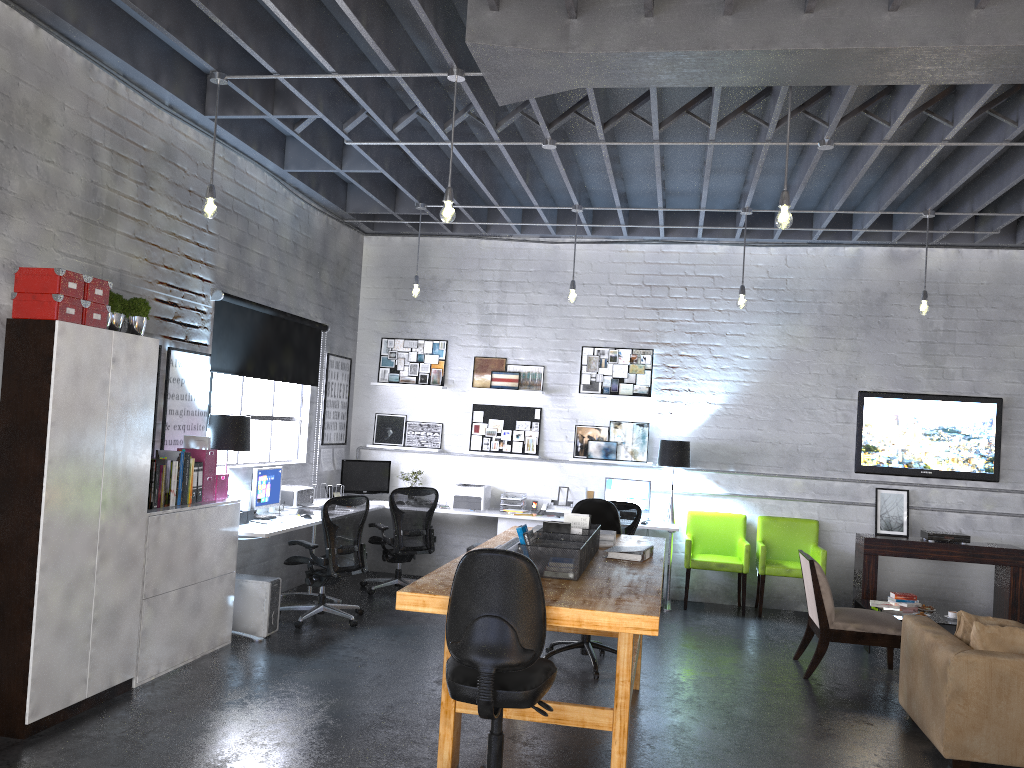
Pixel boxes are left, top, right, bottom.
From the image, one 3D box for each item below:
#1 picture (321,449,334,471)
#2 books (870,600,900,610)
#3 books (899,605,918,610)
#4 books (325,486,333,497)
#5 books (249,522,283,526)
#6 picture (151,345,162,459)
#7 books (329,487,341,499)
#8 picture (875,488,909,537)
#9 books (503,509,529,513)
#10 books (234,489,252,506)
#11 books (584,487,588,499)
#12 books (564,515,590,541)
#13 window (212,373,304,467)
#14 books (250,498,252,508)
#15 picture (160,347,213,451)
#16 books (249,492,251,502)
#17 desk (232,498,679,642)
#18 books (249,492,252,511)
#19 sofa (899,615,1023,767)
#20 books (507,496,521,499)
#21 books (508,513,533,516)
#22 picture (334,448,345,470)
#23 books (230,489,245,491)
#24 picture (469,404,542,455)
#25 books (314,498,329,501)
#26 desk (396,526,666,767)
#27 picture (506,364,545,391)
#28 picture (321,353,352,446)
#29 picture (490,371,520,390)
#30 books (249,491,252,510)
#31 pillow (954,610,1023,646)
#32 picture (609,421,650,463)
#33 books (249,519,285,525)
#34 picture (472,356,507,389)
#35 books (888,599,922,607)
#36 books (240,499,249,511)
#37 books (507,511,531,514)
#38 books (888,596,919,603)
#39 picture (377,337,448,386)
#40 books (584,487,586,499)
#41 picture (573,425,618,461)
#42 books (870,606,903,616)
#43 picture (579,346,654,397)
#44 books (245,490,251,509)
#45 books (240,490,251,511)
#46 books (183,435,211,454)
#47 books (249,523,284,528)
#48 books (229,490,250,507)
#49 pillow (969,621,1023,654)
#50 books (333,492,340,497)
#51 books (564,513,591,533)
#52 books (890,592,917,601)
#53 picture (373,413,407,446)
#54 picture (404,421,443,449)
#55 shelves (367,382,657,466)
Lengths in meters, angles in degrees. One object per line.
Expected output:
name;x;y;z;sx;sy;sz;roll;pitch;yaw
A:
picture;-1.883;0.774;9.063;0.036;0.221;0.289;3;-2;11
books;3.120;1.848;7.424;0.223;0.027;0.161;2;-3;20
books;3.361;1.917;7.668;0.223;0.032;0.161;4;-3;-9
books;-1.836;1.088;8.966;0.052;0.109;0.133;3;-2;25
books;-1.886;1.070;6.801;0.209;0.012;0.158;2;-3;34
picture;-2.474;0.107;5.739;0.020;0.780;0.607;3;-2;11
books;-1.778;1.098;8.922;0.017;0.121;0.184;3;-3;25
picture;3.703;1.250;8.640;0.308;0.456;0.092;3;-2;10
books;0.041;1.266;8.849;0.211;0.014;0.148;2;-3;25
books;-2.134;0.953;6.959;0.179;0.247;0.026;3;-2;11
books;0.761;1.203;9.028;0.043;0.296;0.210;3;-2;11
books;0.394;0.922;5.512;0.158;0.199;0.082;3;-2;10
window;-2.203;0.089;7.701;0.030;1.219;1.823;3;-2;11
books;-2.133;0.956;6.964;0.172;0.243;0.026;3;-2;11
picture;-2.347;0.147;6.429;0.020;0.780;0.607;3;-2;11
books;-2.140;0.953;6.942;0.175;0.244;0.026;3;-2;11
desk;-0.373;1.618;7.745;3.574;0.785;3.301;3;-3;11
books;-2.135;0.955;6.955;0.172;0.243;0.026;3;-2;11
sofa;3.498;1.797;4.921;2.330;0.628;1.105;3;-3;10
books;0.020;1.178;9.194;0.134;0.008;0.203;4;-3;-6
books;0.084;1.297;8.855;0.211;0.014;0.148;5;-3;-25
picture;-1.820;0.794;9.405;0.036;0.221;0.289;3;-2;11
books;-2.141;0.952;6.938;0.175;0.244;0.026;3;-2;11
picture;-0.070;0.481;9.387;0.749;0.503;0.058;3;-2;10
books;-1.803;1.121;8.602;0.297;0.006;0.210;3;-3;11
desk;0.278;1.460;5.078;1.115;0.925;2.834;3;-3;11
picture;0.132;-0.064;9.377;0.410;0.277;0.036;3;-2;10
picture;-1.823;0.171;9.247;0.020;0.934;0.659;3;-2;11
picture;-0.075;-0.035;9.398;0.311;0.196;0.029;3;-2;10
books;-2.136;0.955;6.951;0.172;0.243;0.026;3;-2;11
pillow;2.734;1.501;5.041;0.523;0.403;0.319;2;-3;30
picture;1.203;0.594;9.154;0.410;0.408;0.048;3;-2;10
books;-1.880;1.060;6.804;0.212;0.010;0.171;1;-3;37
picture;-0.243;-0.116;9.451;0.355;0.342;0.042;3;-2;10
books;3.389;1.890;7.659;0.161;0.026;0.223;4;-3;-20
books;-2.119;0.986;6.899;0.134;0.176;0.020;3;-2;11
books;0.066;1.282;8.847;0.211;0.014;0.148;4;-3;-15
books;3.380;1.865;7.665;0.208;0.024;0.144;4;-3;-4
picture;-1.079;-0.240;9.601;0.749;0.503;0.058;3;-2;10
books;0.751;1.203;9.026;0.036;0.296;0.210;3;-2;11
picture;0.869;0.608;9.206;0.452;0.345;0.054;3;-2;10
books;3.122;1.884;7.400;0.174;0.045;0.240;3;-3;0
picture;1.080;-0.128;9.201;0.749;0.503;0.058;3;-2;10
books;-2.135;0.953;6.946;0.177;0.246;0.026;3;-2;10
books;-2.138;0.954;6.933;0.173;0.243;0.026;3;-2;10
books;-2.171;0.490;6.107;0.192;0.267;0.060;3;-2;10
books;-1.884;1.082;6.797;0.213;0.012;0.158;2;-3;35
books;-2.140;0.954;6.929;0.172;0.243;0.026;3;-2;11
pillow;2.832;1.496;4.808;0.704;0.402;0.291;3;-2;11
books;-1.757;1.130;8.920;0.037;0.076;0.102;3;-3;25
books;0.403;0.918;5.543;0.171;0.210;0.046;3;-2;11
books;3.380;1.833;7.659;0.185;0.041;0.129;3;-3;5
picture;-1.328;0.496;9.625;0.355;0.342;0.042;3;-2;10
picture;-0.953;0.548;9.551;0.410;0.277;0.036;3;-2;10
shelves;-0.032;0.410;9.311;3.023;0.693;0.199;3;-2;10
